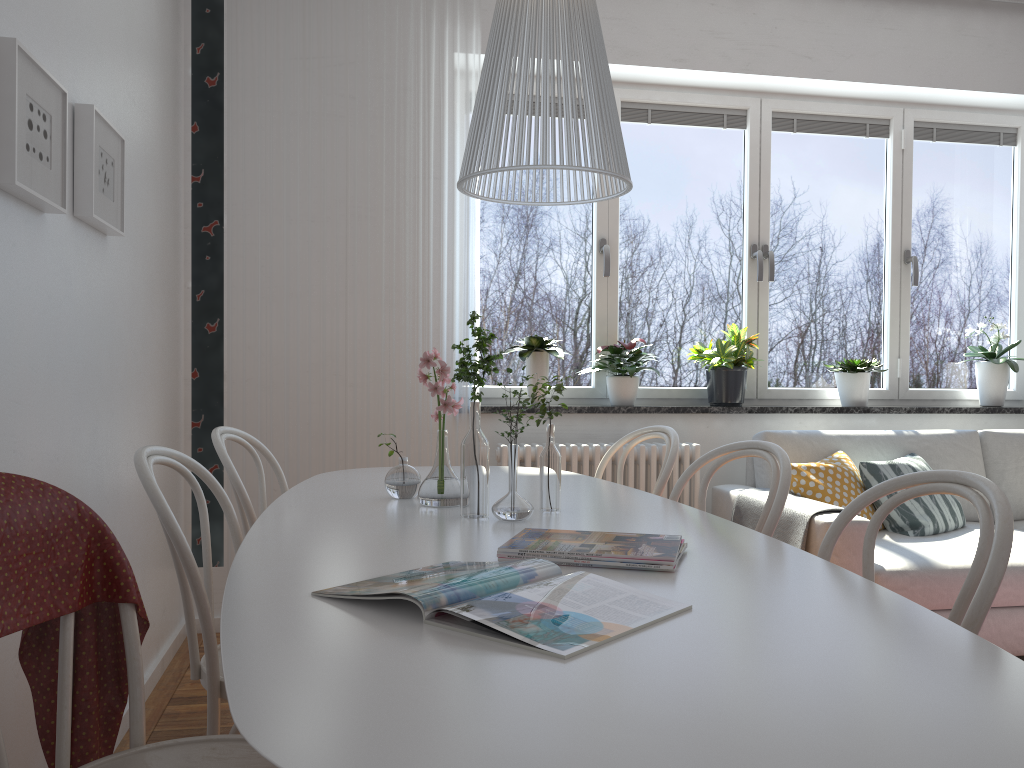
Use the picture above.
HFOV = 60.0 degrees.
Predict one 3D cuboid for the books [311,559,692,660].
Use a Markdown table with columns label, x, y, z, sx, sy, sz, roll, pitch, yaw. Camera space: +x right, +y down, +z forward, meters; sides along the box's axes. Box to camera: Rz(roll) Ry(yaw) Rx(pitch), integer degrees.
| label | x | y | z | sx | sy | sz | roll | pitch | yaw |
| --- | --- | --- | --- | --- | --- | --- | --- | --- | --- |
| books | -0.019 | 0.260 | 1.118 | 0.405 | 0.029 | 0.266 | 1 | 0 | 40 |

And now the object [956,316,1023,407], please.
| label | x | y | z | sx | sy | sz | roll | pitch | yaw |
| --- | --- | --- | --- | --- | --- | --- | --- | --- | --- |
| object | 2.376 | -0.110 | 4.442 | 0.286 | 0.444 | 0.340 | 0 | 1 | -22 |

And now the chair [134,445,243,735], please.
| label | x | y | z | sx | sy | sz | roll | pitch | yaw |
| --- | --- | --- | --- | --- | --- | --- | --- | --- | --- |
| chair | -0.456 | 0.578 | 1.739 | 0.520 | 0.918 | 0.447 | 0 | 1 | -10 |

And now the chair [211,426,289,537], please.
| label | x | y | z | sx | sy | sz | roll | pitch | yaw |
| --- | --- | --- | --- | --- | --- | --- | --- | --- | --- |
| chair | -0.535 | 0.574 | 2.393 | 0.520 | 0.918 | 0.447 | 0 | 1 | -5 |

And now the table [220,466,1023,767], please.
| label | x | y | z | sx | sy | sz | roll | pitch | yaw |
| --- | --- | --- | --- | --- | --- | --- | --- | --- | --- |
| table | -0.026 | 0.656 | 1.714 | 0.931 | 0.770 | 2.288 | 0 | 0 | -10 |

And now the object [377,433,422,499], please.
| label | x | y | z | sx | sy | sz | roll | pitch | yaw |
| --- | --- | --- | --- | --- | --- | --- | --- | --- | --- |
| object | -0.266 | 0.191 | 2.075 | 0.112 | 0.151 | 0.087 | 1 | 1 | 12 |

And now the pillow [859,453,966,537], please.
| label | x | y | z | sx | sy | sz | roll | pitch | yaw |
| --- | --- | --- | --- | --- | --- | --- | --- | --- | --- |
| pillow | 1.628 | 0.440 | 3.587 | 0.469 | 0.289 | 0.309 | 0 | 1 | -39 |

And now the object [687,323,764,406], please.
| label | x | y | z | sx | sy | sz | roll | pitch | yaw |
| --- | --- | --- | --- | --- | --- | --- | --- | --- | --- |
| object | 0.987 | -0.090 | 4.113 | 0.333 | 0.385 | 0.299 | 1 | 1 | 5 |

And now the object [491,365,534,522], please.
| label | x | y | z | sx | sy | sz | roll | pitch | yaw |
| --- | --- | --- | --- | --- | --- | --- | --- | --- | --- |
| object | 0.002 | 0.117 | 1.757 | 0.084 | 0.308 | 0.084 | 1 | 2 | 35 |

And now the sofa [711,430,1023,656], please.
| label | x | y | z | sx | sy | sz | roll | pitch | yaw |
| --- | --- | --- | --- | --- | --- | --- | --- | --- | --- |
| sofa | 2.151 | 0.629 | 3.618 | 2.462 | 0.843 | 1.003 | 0 | 1 | -10 |

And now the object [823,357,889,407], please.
| label | x | y | z | sx | sy | sz | roll | pitch | yaw |
| --- | --- | --- | --- | --- | --- | --- | --- | --- | --- |
| object | 1.645 | -0.012 | 4.256 | 0.267 | 0.237 | 0.283 | 0 | 1 | -29 |

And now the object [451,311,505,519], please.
| label | x | y | z | sx | sy | sz | roll | pitch | yaw |
| --- | --- | --- | --- | --- | --- | --- | --- | --- | --- |
| object | -0.072 | 0.060 | 1.803 | 0.107 | 0.420 | 0.110 | 0 | 1 | -22 |

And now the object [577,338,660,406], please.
| label | x | y | z | sx | sy | sz | roll | pitch | yaw |
| --- | --- | --- | --- | --- | --- | --- | --- | --- | --- |
| object | 0.506 | -0.055 | 4.054 | 0.380 | 0.309 | 0.371 | 0 | 1 | -36 |

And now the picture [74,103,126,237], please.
| label | x | y | z | sx | sy | sz | roll | pitch | yaw |
| --- | --- | --- | --- | --- | --- | --- | --- | --- | --- |
| picture | -1.069 | -0.546 | 2.309 | 0.047 | 0.273 | 0.311 | 0 | 1 | -10 |

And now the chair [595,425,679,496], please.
| label | x | y | z | sx | sy | sz | roll | pitch | yaw |
| --- | --- | --- | --- | --- | --- | --- | --- | --- | --- |
| chair | 1.650 | 0.374 | 3.173 | 3.694 | 1.343 | 0.447 | 0 | 1 | -25 |

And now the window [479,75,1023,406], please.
| label | x | y | z | sx | sy | sz | roll | pitch | yaw |
| --- | --- | --- | --- | --- | --- | --- | --- | --- | --- |
| window | 1.195 | -0.652 | 4.280 | 3.020 | 1.511 | 0.151 | 0 | 1 | -10 |

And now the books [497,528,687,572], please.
| label | x | y | z | sx | sy | sz | roll | pitch | yaw |
| --- | --- | --- | --- | --- | --- | --- | --- | --- | --- |
| books | 0.132 | 0.263 | 1.419 | 0.278 | 0.022 | 0.204 | 1 | 0 | 16 |

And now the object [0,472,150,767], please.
| label | x | y | z | sx | sy | sz | roll | pitch | yaw |
| --- | --- | --- | --- | --- | --- | --- | --- | --- | --- |
| object | -0.665 | 0.404 | 1.153 | 0.201 | 0.580 | 0.491 | 1 | 1 | 4 |

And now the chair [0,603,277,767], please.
| label | x | y | z | sx | sy | sz | roll | pitch | yaw |
| --- | --- | --- | --- | --- | --- | --- | --- | --- | --- |
| chair | -0.473 | 0.581 | 1.151 | 0.520 | 0.918 | 0.447 | 0 | 1 | 0 |

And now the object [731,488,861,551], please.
| label | x | y | z | sx | sy | sz | roll | pitch | yaw |
| --- | --- | --- | --- | --- | --- | --- | --- | --- | --- |
| object | 1.043 | 0.688 | 3.321 | 0.288 | 0.534 | 0.608 | 0 | 1 | -10 |

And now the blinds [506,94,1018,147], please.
| label | x | y | z | sx | sy | sz | roll | pitch | yaw |
| --- | --- | --- | --- | --- | --- | --- | --- | --- | --- |
| blinds | 1.194 | -1.274 | 4.299 | 2.845 | 0.098 | 0.015 | 0 | 1 | -10 |

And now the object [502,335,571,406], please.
| label | x | y | z | sx | sy | sz | roll | pitch | yaw |
| --- | --- | --- | --- | --- | --- | --- | --- | --- | --- |
| object | 0.124 | -0.061 | 3.929 | 0.292 | 0.316 | 0.354 | 0 | 1 | -19 |

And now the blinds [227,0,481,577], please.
| label | x | y | z | sx | sy | sz | roll | pitch | yaw |
| --- | --- | --- | --- | --- | --- | --- | --- | --- | --- |
| blinds | -0.640 | -0.423 | 3.666 | 1.037 | 2.888 | 0.055 | 0 | 1 | -10 |

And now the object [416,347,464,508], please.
| label | x | y | z | sx | sy | sz | roll | pitch | yaw |
| --- | --- | --- | --- | --- | --- | --- | --- | --- | --- |
| object | -0.153 | 0.094 | 1.966 | 0.111 | 0.349 | 0.108 | -1 | 2 | -41 |

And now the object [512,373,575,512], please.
| label | x | y | z | sx | sy | sz | roll | pitch | yaw |
| --- | --- | --- | --- | --- | --- | --- | --- | --- | --- |
| object | 0.073 | 0.123 | 1.907 | 0.146 | 0.294 | 0.098 | 1 | 1 | 23 |

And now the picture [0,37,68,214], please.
| label | x | y | z | sx | sy | sz | roll | pitch | yaw |
| --- | --- | --- | --- | --- | --- | --- | --- | --- | --- |
| picture | -0.977 | -0.512 | 1.807 | 0.047 | 0.273 | 0.311 | 0 | 1 | -10 |

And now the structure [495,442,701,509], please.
| label | x | y | z | sx | sy | sz | roll | pitch | yaw |
| --- | --- | --- | --- | --- | --- | --- | --- | --- | --- |
| structure | 0.361 | 0.566 | 3.831 | 0.972 | 0.624 | 0.224 | 0 | 1 | -11 |

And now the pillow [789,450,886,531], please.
| label | x | y | z | sx | sy | sz | roll | pitch | yaw |
| --- | --- | --- | --- | --- | --- | --- | --- | --- | --- |
| pillow | 1.296 | 0.439 | 3.542 | 0.464 | 0.318 | 0.312 | 0 | 1 | -43 |

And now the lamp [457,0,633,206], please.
| label | x | y | z | sx | sy | sz | roll | pitch | yaw |
| --- | --- | --- | --- | --- | --- | --- | --- | --- | --- |
| lamp | 0.060 | -1.074 | 1.465 | 0.293 | 1.497 | 0.293 | 1 | 2 | 35 |
